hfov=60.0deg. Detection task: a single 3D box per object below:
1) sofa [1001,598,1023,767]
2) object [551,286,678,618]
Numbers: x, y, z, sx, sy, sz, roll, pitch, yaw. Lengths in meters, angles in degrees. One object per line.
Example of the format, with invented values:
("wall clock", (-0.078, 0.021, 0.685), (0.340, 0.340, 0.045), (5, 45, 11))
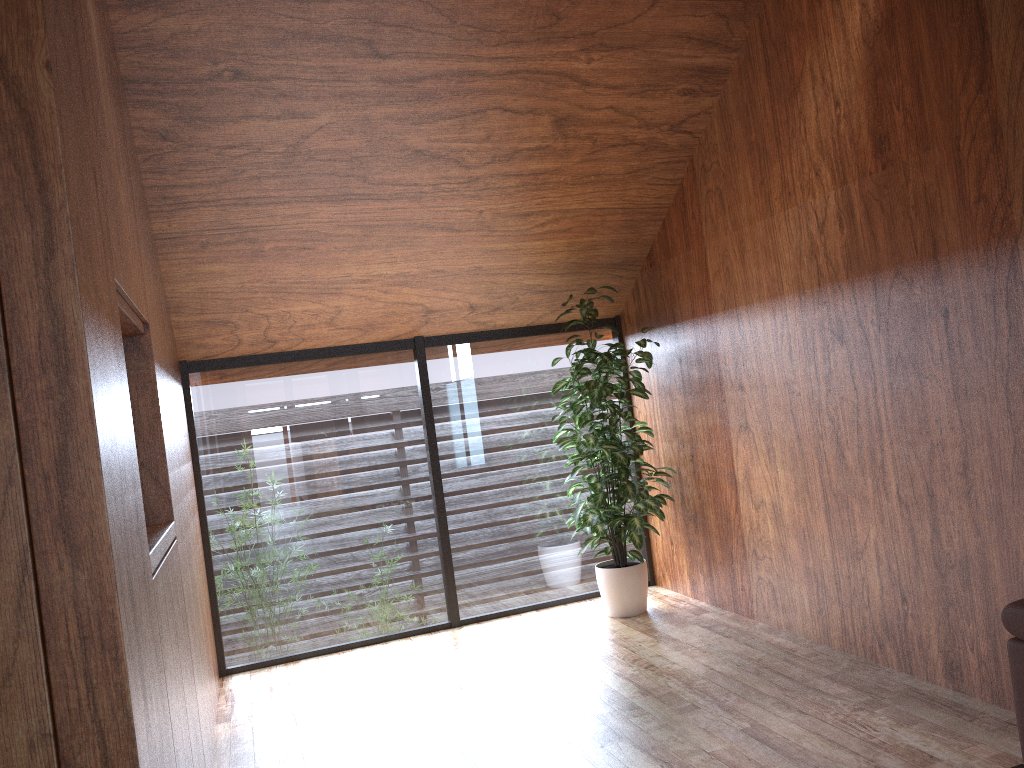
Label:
("sofa", (2.024, 0.536, 1.020), (1.707, 0.760, 2.493), (-7, -1, -18))
("object", (0.502, 0.333, 4.551), (0.639, 1.690, 0.677), (-7, -1, -10))
